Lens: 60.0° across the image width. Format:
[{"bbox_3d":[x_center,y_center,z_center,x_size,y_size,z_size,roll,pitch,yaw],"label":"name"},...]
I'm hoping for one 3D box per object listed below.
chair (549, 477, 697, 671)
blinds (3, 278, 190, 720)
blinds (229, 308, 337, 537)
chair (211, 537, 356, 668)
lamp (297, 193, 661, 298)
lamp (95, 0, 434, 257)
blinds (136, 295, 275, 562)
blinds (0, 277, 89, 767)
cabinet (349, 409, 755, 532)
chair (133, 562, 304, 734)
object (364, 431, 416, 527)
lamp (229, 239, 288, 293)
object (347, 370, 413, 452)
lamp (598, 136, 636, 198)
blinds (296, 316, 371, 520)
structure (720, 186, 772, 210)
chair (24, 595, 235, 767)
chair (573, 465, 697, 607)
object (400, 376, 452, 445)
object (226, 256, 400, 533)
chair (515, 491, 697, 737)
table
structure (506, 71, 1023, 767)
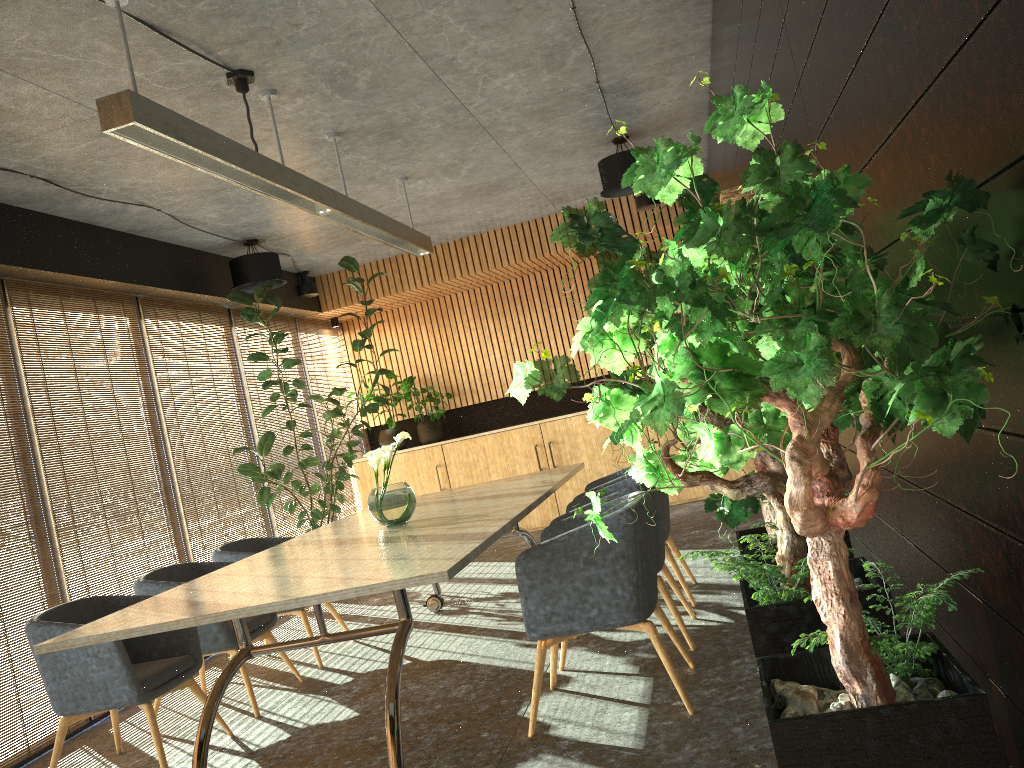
[{"bbox_3d":[0.586,1.033,5.122,0.761,0.944,0.706,-13,-2,12],"label":"chair"},{"bbox_3d":[-2.974,0.747,6.659,0.039,3.038,1.422,-13,-2,12],"label":"blinds"},{"bbox_3d":[-2.359,0.700,9.556,0.039,3.038,1.422,-13,-2,12],"label":"blinds"},{"bbox_3d":[-1.710,1.577,6.538,0.761,0.944,0.706,-13,-2,12],"label":"chair"},{"bbox_3d":[-0.477,-1.561,9.657,4.179,0.294,0.257,-13,-2,12],"label":"lamp"},{"bbox_3d":[-1.207,-1.351,5.477,0.151,0.618,4.009,-13,-2,12],"label":"lamp"},{"bbox_3d":[-2.669,0.724,8.095,0.039,3.038,1.422,-13,-2,12],"label":"blinds"},{"bbox_3d":[-3.430,0.744,2.630,1.388,3.075,6.486,-12,-2,-7],"label":"blinds"},{"bbox_3d":[0.531,1.051,10.856,4.954,1.272,1.006,-13,-2,12],"label":"cabinet"},{"bbox_3d":[-1.897,1.591,5.659,0.761,0.944,0.706,-13,-2,12],"label":"chair"},{"bbox_3d":[-0.755,0.589,5.422,0.295,0.546,0.322,-13,-2,22],"label":"object"},{"bbox_3d":[-2.369,-1.104,8.169,0.513,0.497,0.513,-12,-2,-17],"label":"lamp"},{"bbox_3d":[-1.621,0.342,11.213,0.640,1.054,0.666,-11,-2,-37],"label":"object"},{"bbox_3d":[0.951,-1.851,7.451,0.513,0.497,0.513,-14,-2,41],"label":"lamp"},{"bbox_3d":[-2.054,0.677,10.992,0.039,3.038,1.422,-13,-2,12],"label":"blinds"},{"bbox_3d":[1.321,-0.408,4.605,0.242,1.130,2.172,-13,-2,12],"label":"structure"},{"bbox_3d":[-2.084,1.606,4.779,0.761,0.944,0.706,-13,-2,12],"label":"chair"},{"bbox_3d":[0.773,1.019,6.002,0.761,0.944,0.706,-13,-2,12],"label":"chair"},{"bbox_3d":[-1.115,0.317,11.090,0.679,0.880,0.512,-13,-2,15],"label":"object"},{"bbox_3d":[-2.064,0.537,8.942,1.875,3.266,1.958,-11,-2,-40],"label":"object"},{"bbox_3d":[0.399,1.047,4.242,0.761,0.944,0.706,-13,-2,12],"label":"chair"},{"bbox_3d":[-0.599,1.307,5.378,1.816,0.927,3.932,-13,-2,12],"label":"table"},{"bbox_3d":[0.685,0.390,2.234,0.952,1.987,2.081,-13,-2,14],"label":"structure"}]
